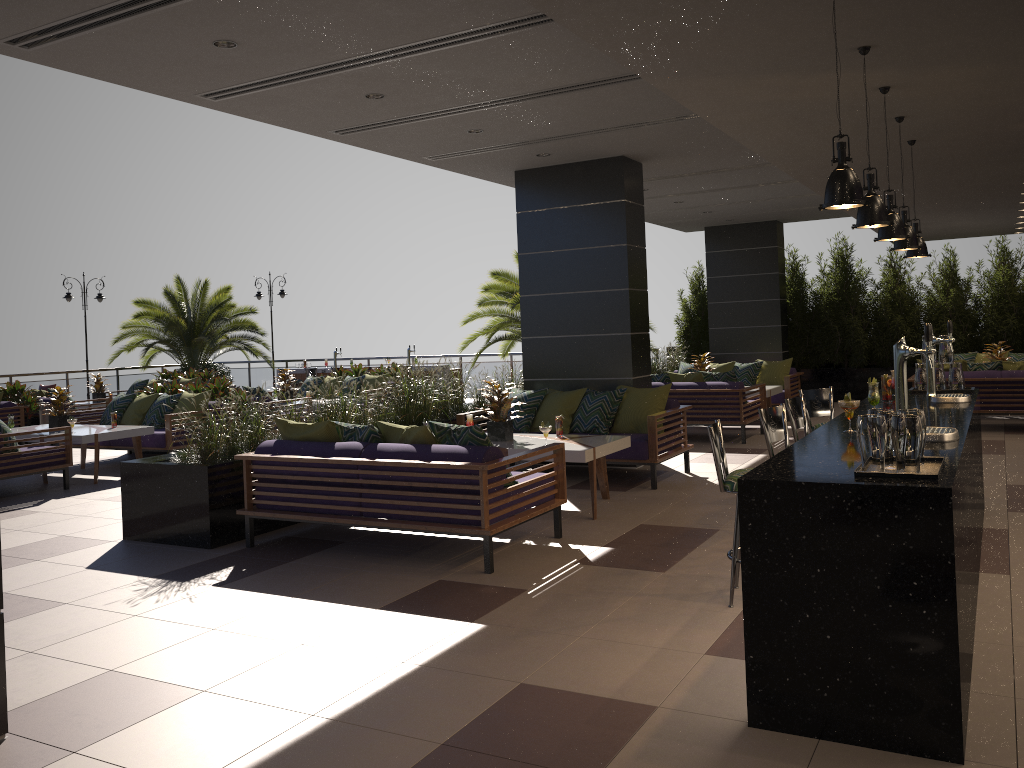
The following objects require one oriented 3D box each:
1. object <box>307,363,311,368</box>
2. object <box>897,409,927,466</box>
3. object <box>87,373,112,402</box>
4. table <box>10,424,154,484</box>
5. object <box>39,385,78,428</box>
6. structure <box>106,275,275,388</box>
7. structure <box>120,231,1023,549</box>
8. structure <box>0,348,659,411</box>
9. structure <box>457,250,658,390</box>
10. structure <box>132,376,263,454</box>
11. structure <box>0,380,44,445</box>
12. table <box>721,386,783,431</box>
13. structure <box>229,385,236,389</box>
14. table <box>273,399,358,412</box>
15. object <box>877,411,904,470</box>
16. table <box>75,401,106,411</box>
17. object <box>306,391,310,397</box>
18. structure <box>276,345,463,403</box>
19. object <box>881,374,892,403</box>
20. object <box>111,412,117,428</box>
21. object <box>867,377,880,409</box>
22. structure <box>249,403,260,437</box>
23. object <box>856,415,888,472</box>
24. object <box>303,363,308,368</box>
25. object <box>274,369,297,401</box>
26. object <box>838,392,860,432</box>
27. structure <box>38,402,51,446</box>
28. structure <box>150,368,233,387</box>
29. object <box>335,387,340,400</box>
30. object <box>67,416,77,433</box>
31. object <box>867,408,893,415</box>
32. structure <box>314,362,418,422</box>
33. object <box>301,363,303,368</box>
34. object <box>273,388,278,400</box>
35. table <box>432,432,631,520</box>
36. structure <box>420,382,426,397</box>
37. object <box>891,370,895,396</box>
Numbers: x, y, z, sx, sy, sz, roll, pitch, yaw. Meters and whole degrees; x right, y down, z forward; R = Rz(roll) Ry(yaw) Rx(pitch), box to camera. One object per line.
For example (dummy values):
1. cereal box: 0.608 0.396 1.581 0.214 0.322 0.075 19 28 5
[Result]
1. object: -4.630 -0.376 20.185 0.105 0.209 0.105 -2 0 4
2. object: 1.520 0.203 3.366 0.105 0.209 0.105 -2 0 34
3. object: -7.504 0.064 16.041 0.425 0.526 0.430 -3 1 -34
4. table: -5.348 0.818 10.570 2.035 0.554 0.943 -1 3 29
5. object: -5.382 0.281 10.551 0.425 0.526 0.430 -3 1 -44
6. structure: -7.750 -1.065 21.545 3.800 3.303 3.754 -3 2 -3
7. structure: 0.748 -0.455 5.710 7.810 3.121 24.768 -1 3 29
8. structure: -6.639 0.474 13.148 12.906 1.058 17.531 -1 4 29
9. structure: 0.838 -1.165 16.871 3.803 3.303 3.752 -3 2 -18
10. structure: -4.429 0.476 12.257 2.417 1.173 0.701 -1 1 31
11. structure: -8.412 0.521 14.434 2.246 1.172 0.715 -1 1 26
12. table: 2.820 0.344 12.926 2.035 0.554 0.943 -1 3 29
13. structure: -5.441 0.374 17.276 0.100 0.700 0.180 -3 0 29
14. table: -3.511 0.555 13.901 2.035 0.554 0.943 -1 3 29
15. object: 1.416 0.211 3.300 0.105 0.209 0.105 -2 0 34
16. table: -7.420 0.599 16.059 2.035 0.554 0.943 -1 3 29
17. object: -3.073 0.200 13.354 0.068 0.181 0.069 -2 0 17
18. structure: -3.159 -0.142 19.156 4.397 1.329 0.806 -1 1 29
19. object: 2.501 0.029 5.918 0.084 0.190 0.067 -3 0 -36
20. object: -4.725 0.423 10.510 0.067 0.190 0.084 -2 0 -31
21. object: 2.175 0.066 5.320 0.069 0.211 0.069 -2 0 12
22. structure: -3.392 0.599 11.698 0.100 0.700 0.180 -3 0 29
23. object: 1.308 0.220 3.213 0.105 0.209 0.105 -2 0 34
24. object: -4.692 -0.368 20.096 0.105 0.209 0.105 -2 0 4
25. object: -3.548 0.019 13.869 0.424 0.526 0.431 -1 1 41
26. object: 1.698 0.141 4.454 0.106 0.197 0.105 -3 1 -33
27. structure: -7.320 0.643 13.867 0.100 0.700 0.180 -3 0 29
28. structure: -6.527 0.253 17.807 2.249 1.172 0.738 -1 1 30
29. object: -2.738 0.146 13.926 0.106 0.197 0.105 -3 1 -28
30. object: -4.982 0.457 10.031 0.106 0.197 0.105 -3 1 -28
31. object: 1.431 0.203 3.428 0.105 0.209 0.105 -2 0 34
32. structure: -2.559 0.207 15.656 2.249 1.172 0.738 -1 1 30
33. object: -4.758 -0.371 20.201 0.105 0.209 0.105 -2 0 4
34. object: -3.885 0.158 14.573 0.082 0.198 0.069 -2 0 -20
35. table: -0.095 0.762 7.637 2.035 0.554 0.943 -1 3 29
36. structure: -1.513 0.330 15.107 0.100 0.700 0.180 -3 0 29
37. object: 2.796 -0.008 6.446 0.069 0.181 0.069 -2 0 1
